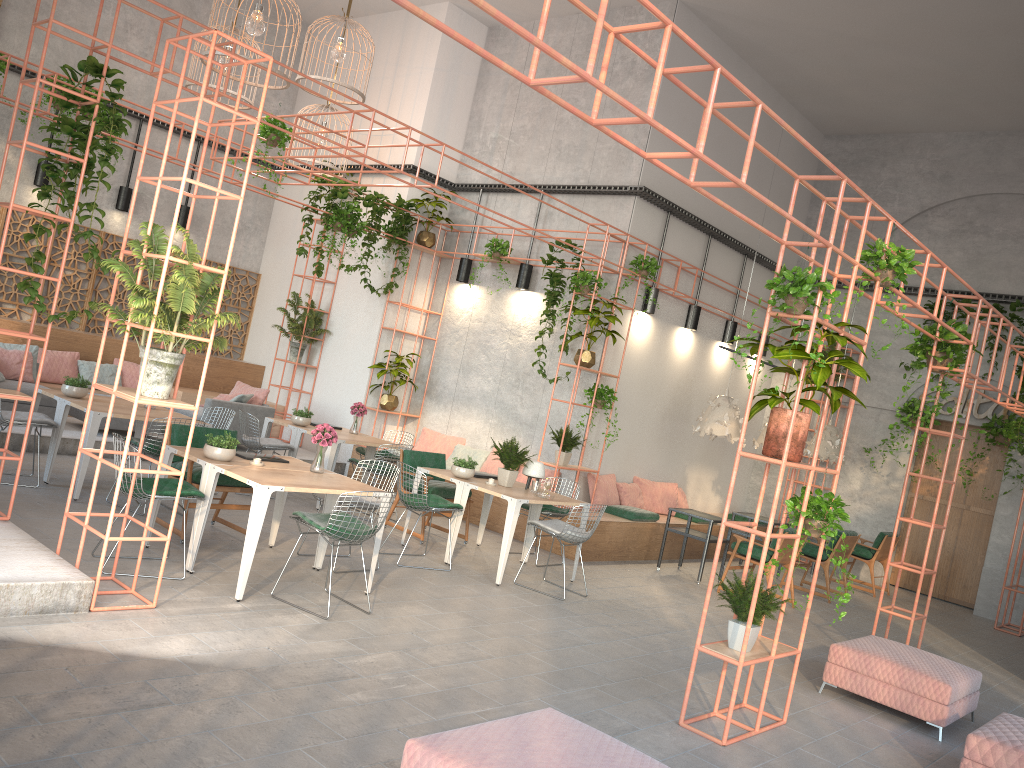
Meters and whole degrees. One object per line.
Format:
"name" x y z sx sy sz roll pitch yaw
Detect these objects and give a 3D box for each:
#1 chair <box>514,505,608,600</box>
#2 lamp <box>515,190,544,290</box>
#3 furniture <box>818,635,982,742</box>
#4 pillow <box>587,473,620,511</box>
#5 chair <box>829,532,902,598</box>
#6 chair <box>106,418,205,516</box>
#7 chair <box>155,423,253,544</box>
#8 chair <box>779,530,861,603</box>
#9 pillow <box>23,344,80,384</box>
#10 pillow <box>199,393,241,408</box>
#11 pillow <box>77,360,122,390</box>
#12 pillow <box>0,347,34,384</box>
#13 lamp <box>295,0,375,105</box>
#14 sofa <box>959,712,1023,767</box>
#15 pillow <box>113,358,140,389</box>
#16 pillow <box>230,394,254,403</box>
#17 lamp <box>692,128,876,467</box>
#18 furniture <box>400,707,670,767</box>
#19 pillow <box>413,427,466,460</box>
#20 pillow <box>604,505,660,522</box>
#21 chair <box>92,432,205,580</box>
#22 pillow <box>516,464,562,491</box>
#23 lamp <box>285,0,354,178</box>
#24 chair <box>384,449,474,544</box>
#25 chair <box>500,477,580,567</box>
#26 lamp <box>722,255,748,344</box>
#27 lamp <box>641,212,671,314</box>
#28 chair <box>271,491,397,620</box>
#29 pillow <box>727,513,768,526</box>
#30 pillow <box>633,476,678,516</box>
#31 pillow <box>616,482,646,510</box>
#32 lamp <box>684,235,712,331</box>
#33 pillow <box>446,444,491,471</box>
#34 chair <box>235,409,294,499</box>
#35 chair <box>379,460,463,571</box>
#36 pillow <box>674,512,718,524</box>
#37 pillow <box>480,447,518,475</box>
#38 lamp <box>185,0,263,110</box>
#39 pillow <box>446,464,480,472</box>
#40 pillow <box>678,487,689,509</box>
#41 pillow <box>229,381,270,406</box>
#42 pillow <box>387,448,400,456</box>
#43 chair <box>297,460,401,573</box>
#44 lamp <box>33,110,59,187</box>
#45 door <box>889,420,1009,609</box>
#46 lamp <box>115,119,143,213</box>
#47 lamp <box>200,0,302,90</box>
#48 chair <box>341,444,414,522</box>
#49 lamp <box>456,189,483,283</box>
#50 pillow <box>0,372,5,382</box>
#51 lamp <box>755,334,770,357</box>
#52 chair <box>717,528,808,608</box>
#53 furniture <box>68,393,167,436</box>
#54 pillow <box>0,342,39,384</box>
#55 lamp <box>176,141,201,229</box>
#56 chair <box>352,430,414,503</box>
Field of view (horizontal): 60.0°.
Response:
"chair" 0.481 1.545 8.623 0.717 0.941 0.565 12 0 37
"lamp" 0.290 -2.043 12.547 0.179 1.425 0.185 12 0 41
"furniture" 3.121 2.364 7.081 0.941 0.446 0.976 12 0 41
"pillow" 1.242 1.449 11.910 0.276 0.474 0.839 12 0 31
"chair" 5.216 2.577 13.075 0.685 0.930 0.722 12 0 41
"chair" -3.357 0.722 8.406 0.717 0.941 0.565 12 0 37
"chair" -2.663 0.874 7.829 0.685 0.917 0.722 12 0 41
"chair" 4.105 2.338 11.766 0.685 0.930 0.722 12 0 41
"pillow" -6.341 -0.250 12.235 0.276 0.474 0.839 12 0 31
"pillow" -4.137 0.239 12.681 0.479 0.317 0.441 12 0 22
"pillow" -5.904 -0.108 12.729 0.289 0.385 0.666 12 0 36
"pillow" -6.222 -0.246 10.897 0.289 0.385 0.666 12 0 41
"lamp" -1.935 -5.401 11.235 0.883 3.476 0.883 12 0 3
"sofa" 4.046 2.449 5.418 1.960 0.672 2.219 12 0 41
"pillow" -5.520 -0.073 13.202 0.839 0.474 0.276 12 0 -29
"pillow" -3.835 0.284 12.344 0.308 0.349 0.495 12 0 1
"lamp" 4.120 -0.999 12.418 0.704 4.052 4.456 12 0 41
"furniture" 0.175 1.727 3.607 0.941 0.446 0.976 12 0 41
"pillow" -1.096 0.947 13.204 0.839 0.474 0.276 12 0 31
"pillow" 1.585 1.711 11.714 0.491 0.149 0.637 12 0 42
"chair" -2.622 0.877 6.456 0.717 0.941 0.565 12 0 -33
"pillow" 0.302 1.294 11.926 0.666 0.385 0.289 12 0 36
"lamp" -2.535 -4.877 13.087 0.883 3.476 0.883 12 0 3
"chair" -0.892 1.257 9.943 0.685 0.917 0.722 12 0 41
"chair" 0.331 1.515 9.978 0.565 0.941 0.717 12 0 42
"lamp" 3.557 -1.341 14.026 0.185 1.425 0.179 12 0 41
"lamp" 2.017 -1.673 12.209 0.185 1.425 0.179 12 0 41
"chair" -1.289 1.163 6.508 0.717 0.941 0.565 12 0 37
"pillow" 3.829 2.196 14.360 0.491 0.149 0.637 12 0 42
"pillow" 2.095 1.633 12.849 0.839 0.474 0.276 12 0 -29
"pillow" 1.660 1.586 12.381 0.289 0.385 0.666 12 0 36
"lamp" 2.791 -1.506 13.121 0.185 1.425 0.179 12 0 41
"pillow" -0.645 1.092 12.766 0.666 0.385 0.289 12 0 36
"chair" -2.938 0.814 10.420 0.717 0.941 0.565 12 0 -33
"chair" -0.852 1.259 8.571 0.717 0.941 0.565 12 0 -33
"pillow" 2.693 1.950 13.021 0.491 0.149 0.637 12 0 42
"pillow" -0.178 1.143 12.331 0.276 0.474 0.839 12 0 -29
"lamp" -3.540 -5.522 11.834 0.883 3.476 0.883 12 0 3
"pillow" -0.686 1.225 12.245 0.637 0.149 0.491 12 0 42
"pillow" 2.481 1.763 13.349 0.289 0.385 0.666 12 0 36
"pillow" -3.864 0.232 12.806 0.836 0.476 0.273 12 0 41
"pillow" -1.461 1.059 12.932 0.637 0.149 0.491 12 0 42
"chair" -1.439 1.132 7.864 0.565 0.941 0.717 12 0 42
"lamp" -6.567 -3.508 12.628 0.185 1.436 0.185 12 0 -8
"door" 7.017 2.020 14.046 1.360 2.729 0.551 12 0 41
"lamp" -5.805 -3.343 13.526 0.185 1.436 0.185 12 0 -8
"lamp" -2.320 -4.836 8.938 0.883 3.476 0.883 12 0 3
"chair" -1.605 1.100 10.472 0.717 0.941 0.565 12 0 37
"lamp" -0.603 -2.234 13.339 0.179 1.425 0.185 12 0 41
"pillow" -6.162 -0.183 10.522 0.307 0.324 0.499 12 0 -14
"lamp" 4.331 -1.173 14.939 0.185 1.425 0.179 12 0 41
"chair" 2.972 2.092 10.428 0.685 0.929 0.722 12 0 41
"furniture" -5.071 0.407 11.491 0.941 0.446 0.975 12 0 41
"pillow" -6.318 -0.299 11.006 0.276 0.474 0.839 12 0 41
"lamp" -5.178 -3.208 14.266 0.185 1.436 0.179 12 0 41
"chair" -1.754 1.070 11.828 0.565 0.941 0.717 12 0 42
